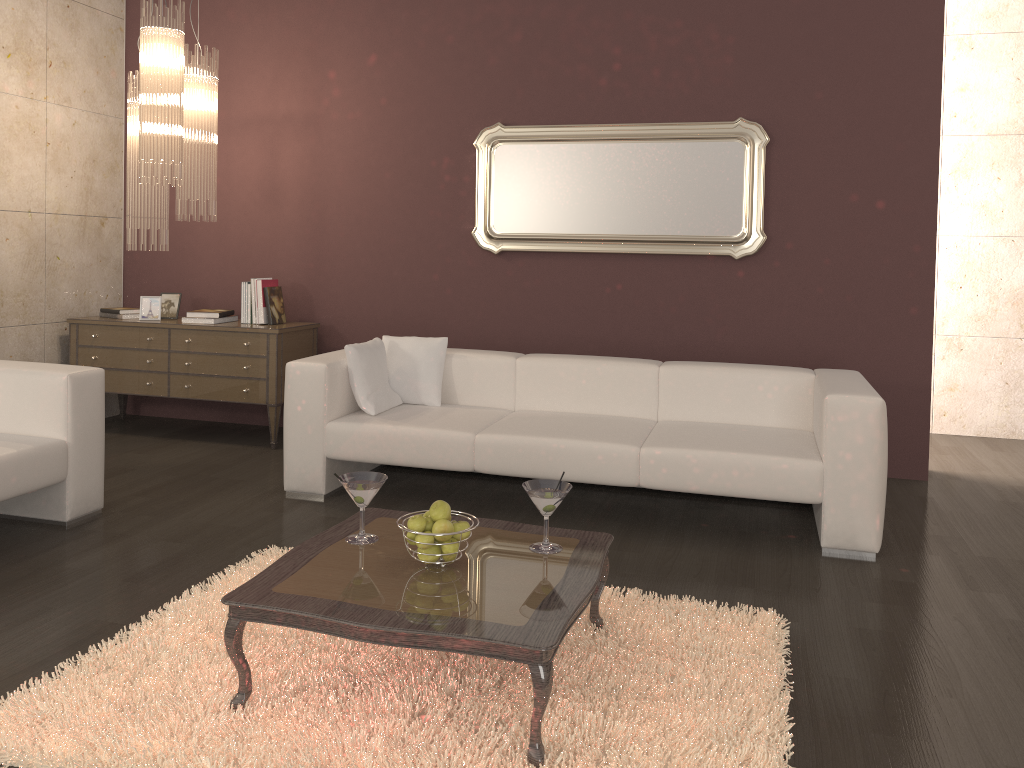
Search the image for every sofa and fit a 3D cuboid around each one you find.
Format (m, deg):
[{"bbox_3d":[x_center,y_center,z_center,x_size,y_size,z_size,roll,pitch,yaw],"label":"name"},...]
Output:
[{"bbox_3d":[0.315,0.223,4.371,2.785,0.647,0.951,4,7,16],"label":"sofa"},{"bbox_3d":[-2.533,0.342,3.146,0.944,0.646,2.043,3,8,15],"label":"sofa"}]

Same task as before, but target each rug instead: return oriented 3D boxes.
[{"bbox_3d":[-0.233,0.808,2.513,1.999,0.067,1.522,4,9,16],"label":"rug"}]

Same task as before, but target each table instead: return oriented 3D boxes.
[{"bbox_3d":[-0.210,0.661,2.520,0.914,0.301,0.912,3,8,14],"label":"table"}]

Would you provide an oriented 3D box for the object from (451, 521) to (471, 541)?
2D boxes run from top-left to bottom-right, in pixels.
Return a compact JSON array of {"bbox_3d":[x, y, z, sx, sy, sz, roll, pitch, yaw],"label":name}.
[{"bbox_3d":[-0.148,0.416,2.491,0.062,0.054,0.061,2,5,9],"label":"object"}]

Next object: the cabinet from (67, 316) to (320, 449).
[{"bbox_3d":[-2.063,-0.044,5.692,1.529,0.727,0.535,3,4,16],"label":"cabinet"}]

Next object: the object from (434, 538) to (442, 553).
[{"bbox_3d":[-0.220,0.468,2.534,0.055,0.054,0.055,4,6,27],"label":"object"}]

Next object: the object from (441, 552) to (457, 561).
[{"bbox_3d":[-0.178,0.481,2.492,0.044,0.043,0.043,3,5,19],"label":"object"}]

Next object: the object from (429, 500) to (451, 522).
[{"bbox_3d":[-0.203,0.360,2.486,0.062,0.064,0.063,3,5,16],"label":"object"}]

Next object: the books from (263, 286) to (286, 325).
[{"bbox_3d":[-1.502,-0.498,5.576,0.068,0.236,0.173,2,4,16],"label":"books"}]

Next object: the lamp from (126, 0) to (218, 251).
[{"bbox_3d":[-1.894,-2.172,5.016,0.484,2.822,0.486,0,2,-37],"label":"lamp"}]

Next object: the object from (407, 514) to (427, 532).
[{"bbox_3d":[-0.265,0.391,2.454,0.053,0.051,0.054,3,5,16],"label":"object"}]

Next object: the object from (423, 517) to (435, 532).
[{"bbox_3d":[-0.238,0.400,2.489,0.045,0.043,0.046,0,5,-13],"label":"object"}]

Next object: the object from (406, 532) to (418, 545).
[{"bbox_3d":[-0.274,0.430,2.476,0.045,0.045,0.044,2,5,7],"label":"object"}]

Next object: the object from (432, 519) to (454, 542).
[{"bbox_3d":[-0.191,0.407,2.447,0.062,0.061,0.057,0,5,-15],"label":"object"}]

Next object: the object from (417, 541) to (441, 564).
[{"bbox_3d":[-0.232,0.471,2.472,0.067,0.063,0.070,-2,6,-29],"label":"object"}]

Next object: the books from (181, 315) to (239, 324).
[{"bbox_3d":[-1.928,-0.415,5.633,0.225,0.035,0.310,3,8,11],"label":"books"}]

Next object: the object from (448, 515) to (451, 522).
[{"bbox_3d":[-0.198,0.387,2.532,0.046,0.049,0.050,4,6,30],"label":"object"}]

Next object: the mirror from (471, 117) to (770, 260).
[{"bbox_3d":[0.610,-1.170,5.278,1.785,0.821,0.047,3,2,16],"label":"mirror"}]

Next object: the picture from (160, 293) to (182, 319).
[{"bbox_3d":[-2.262,-0.516,5.810,0.140,0.170,0.078,1,3,1],"label":"picture"}]

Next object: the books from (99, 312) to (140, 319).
[{"bbox_3d":[-2.568,-0.458,5.840,0.276,0.031,0.202,7,10,35],"label":"books"}]

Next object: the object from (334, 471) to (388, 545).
[{"bbox_3d":[-0.459,0.369,2.702,0.151,0.215,0.152,2,4,8],"label":"object"}]

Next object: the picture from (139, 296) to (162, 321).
[{"bbox_3d":[-2.317,-0.485,5.647,0.128,0.156,0.051,0,2,-14],"label":"picture"}]

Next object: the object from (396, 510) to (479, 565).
[{"bbox_3d":[-0.211,0.448,2.497,0.234,0.118,0.236,-3,8,-29],"label":"object"}]

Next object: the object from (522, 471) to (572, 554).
[{"bbox_3d":[0.104,0.388,2.655,0.151,0.215,0.152,1,4,-9],"label":"object"}]

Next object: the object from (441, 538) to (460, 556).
[{"bbox_3d":[-0.171,0.454,2.451,0.051,0.048,0.052,2,5,10],"label":"object"}]

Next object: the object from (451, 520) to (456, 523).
[{"bbox_3d":[-0.171,0.426,2.540,0.061,0.062,0.062,-1,5,-20],"label":"object"}]

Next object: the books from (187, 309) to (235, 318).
[{"bbox_3d":[-1.932,-0.452,5.650,0.211,0.034,0.291,1,8,1],"label":"books"}]

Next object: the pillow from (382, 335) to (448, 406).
[{"bbox_3d":[-0.543,-0.075,4.753,0.377,0.360,0.170,3,3,14],"label":"pillow"}]

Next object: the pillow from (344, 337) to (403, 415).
[{"bbox_3d":[-0.712,-0.044,4.522,0.186,0.356,0.379,2,5,14],"label":"pillow"}]

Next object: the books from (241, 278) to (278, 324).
[{"bbox_3d":[-1.600,-0.531,5.607,0.178,0.288,0.205,2,4,16],"label":"books"}]

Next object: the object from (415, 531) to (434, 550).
[{"bbox_3d":[-0.241,0.432,2.437,0.053,0.051,0.054,3,6,20],"label":"object"}]

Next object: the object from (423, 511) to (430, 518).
[{"bbox_3d":[-0.236,0.396,2.563,0.053,0.054,0.054,-1,5,-22],"label":"object"}]

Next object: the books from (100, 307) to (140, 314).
[{"bbox_3d":[-2.579,-0.485,5.821,0.233,0.027,0.171,7,10,35],"label":"books"}]
